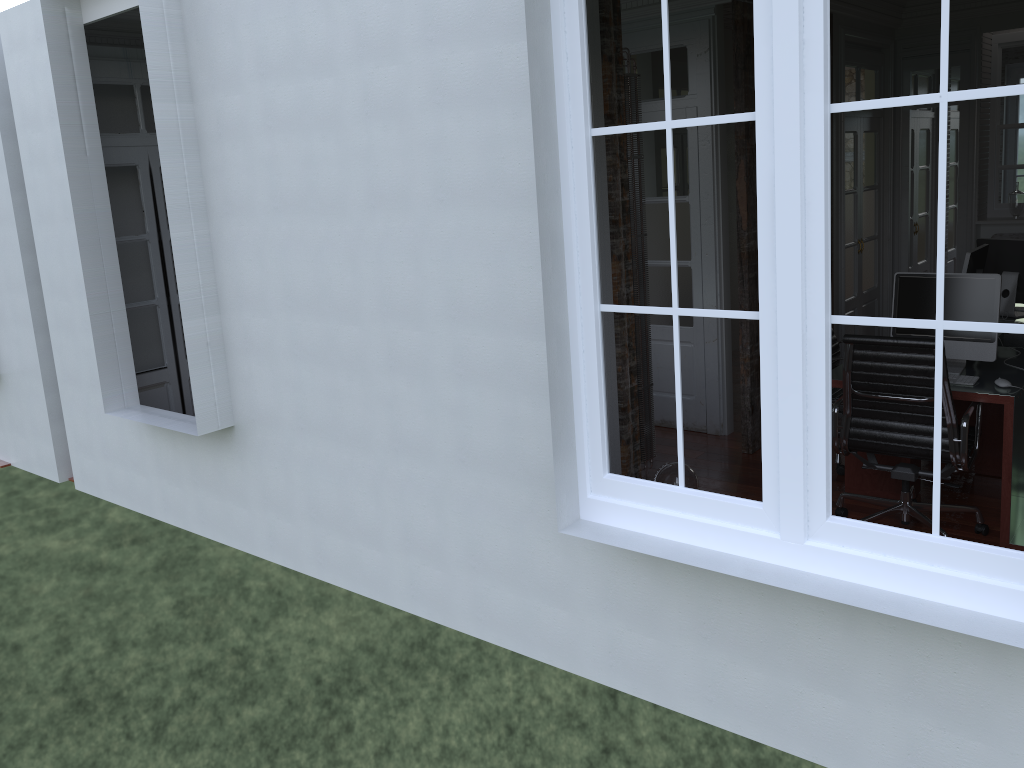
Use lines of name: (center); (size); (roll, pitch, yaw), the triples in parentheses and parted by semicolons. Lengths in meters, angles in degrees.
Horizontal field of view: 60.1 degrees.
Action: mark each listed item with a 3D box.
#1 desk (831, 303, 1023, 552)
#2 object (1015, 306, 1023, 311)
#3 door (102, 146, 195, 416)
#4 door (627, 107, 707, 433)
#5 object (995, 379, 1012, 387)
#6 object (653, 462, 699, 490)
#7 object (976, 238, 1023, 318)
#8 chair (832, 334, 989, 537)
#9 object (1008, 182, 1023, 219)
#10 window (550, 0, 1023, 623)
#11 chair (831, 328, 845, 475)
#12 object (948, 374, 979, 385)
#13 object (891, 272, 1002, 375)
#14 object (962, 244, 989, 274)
desk: (2.849, 0.105, 5.029); (1.304, 0.720, 2.528); (6, 17, 39)
object: (3.342, -0.499, 5.819); (0.440, 0.017, 0.119); (7, 17, 39)
door: (-2.306, -0.490, 5.948); (0.041, 2.160, 1.169); (5, 14, 39)
door: (0.875, -0.776, 6.211); (1.060, 2.158, 0.041); (5, 14, 39)
object: (2.248, -0.008, 4.058); (0.059, 0.028, 0.107); (-2, 13, 9)
object: (0.867, 0.592, 4.671); (0.235, 0.379, 0.222); (0, 12, 18)
object: (3.173, -0.678, 5.623); (0.190, 0.480, 0.487); (-9, 13, -24)
chair: (1.861, 0.224, 4.213); (0.667, 1.013, 0.704); (7, 16, 43)
object: (4.043, -1.459, 7.092); (0.129, 0.312, 0.130); (-9, 12, -25)
window: (0.771, -0.451, 2.395); (1.531, 1.965, 0.128); (6, 14, 39)
chair: (2.029, -0.046, 5.294); (0.700, 1.013, 0.671); (4, 14, 34)
object: (2.000, -0.035, 4.272); (0.440, 0.017, 0.119); (7, 17, 39)
object: (2.144, -0.308, 4.382); (0.485, 0.480, 0.191); (6, 15, 39)
object: (2.778, -0.575, 5.309); (0.190, 0.480, 0.488); (5, 15, 39)
